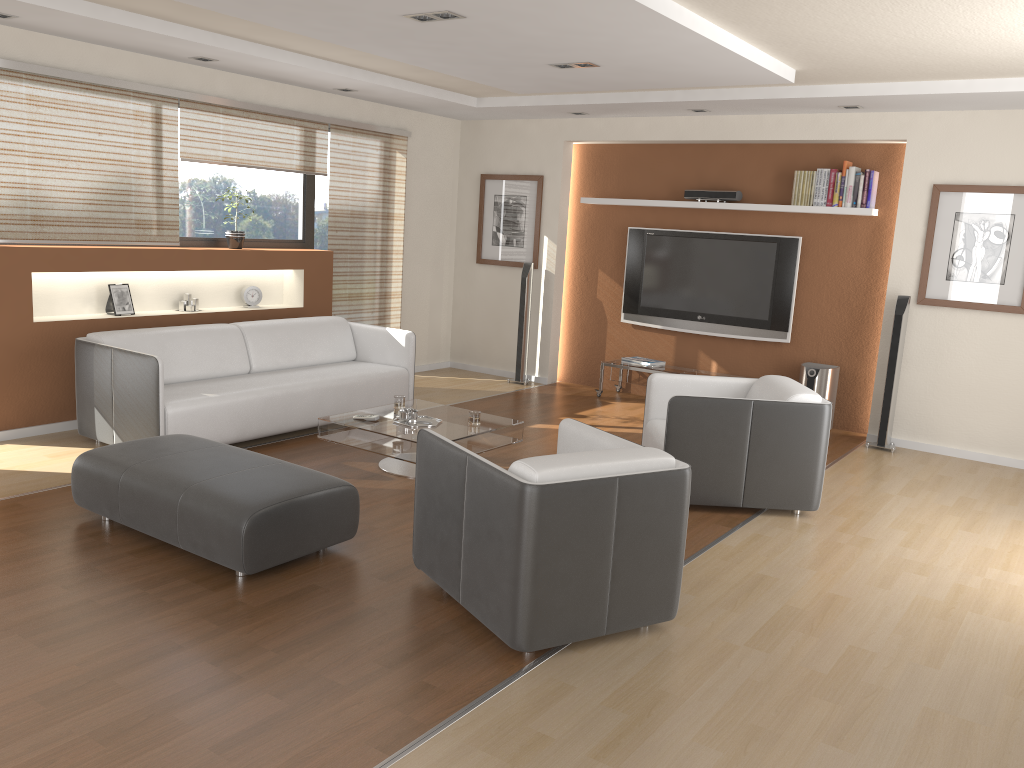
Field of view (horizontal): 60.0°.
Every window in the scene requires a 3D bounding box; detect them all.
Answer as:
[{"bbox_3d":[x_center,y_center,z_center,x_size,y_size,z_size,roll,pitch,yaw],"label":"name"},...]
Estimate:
[{"bbox_3d":[-2.618,-1.569,6.545,0.010,0.986,2.817,10,12,34],"label":"window"},{"bbox_3d":[-1.540,-1.222,8.232,0.010,2.162,0.889,10,12,34],"label":"window"}]

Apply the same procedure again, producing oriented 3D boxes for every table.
[{"bbox_3d":[-0.559,0.367,5.512,0.900,0.300,0.900,10,12,34],"label":"table"}]

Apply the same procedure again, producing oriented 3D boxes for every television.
[{"bbox_3d":[1.719,-0.889,7.837,1.594,0.900,0.097,10,12,34],"label":"television"}]

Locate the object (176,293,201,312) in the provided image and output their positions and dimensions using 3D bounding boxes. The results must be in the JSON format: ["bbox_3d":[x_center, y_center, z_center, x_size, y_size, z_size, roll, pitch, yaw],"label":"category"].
[{"bbox_3d":[-2.443,-0.620,6.703,0.141,0.131,0.141,6,10,12],"label":"object"}]

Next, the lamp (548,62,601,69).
[{"bbox_3d":[0.389,-2.014,5.489,0.291,0.087,0.146,10,12,34],"label":"lamp"}]

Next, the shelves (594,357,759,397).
[{"bbox_3d":[1.531,0.046,7.864,1.617,0.340,0.444,10,12,34],"label":"shelves"}]

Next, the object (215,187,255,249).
[{"bbox_3d":[-2.127,-1.289,6.897,0.342,0.477,0.268,8,11,24],"label":"object"}]

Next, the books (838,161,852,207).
[{"bbox_3d":[2.644,-1.580,7.037,0.028,0.358,0.169,10,12,34],"label":"books"}]

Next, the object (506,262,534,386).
[{"bbox_3d":[0.122,-0.583,8.553,0.228,1.165,0.215,9,12,29],"label":"object"}]

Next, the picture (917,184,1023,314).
[{"bbox_3d":[3.375,-0.980,6.397,0.734,0.884,0.025,10,12,34],"label":"picture"}]

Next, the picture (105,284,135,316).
[{"bbox_3d":[-2.749,-0.593,6.215,0.133,0.216,0.159,9,12,29],"label":"picture"}]

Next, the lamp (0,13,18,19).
[{"bbox_3d":[-2.890,-2.121,4.995,0.146,0.087,0.146,10,12,34],"label":"lamp"}]

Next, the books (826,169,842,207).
[{"bbox_3d":[2.575,-1.561,7.088,0.053,0.293,0.169,10,12,34],"label":"books"}]

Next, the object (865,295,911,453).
[{"bbox_3d":[2.878,-0.081,6.689,0.228,1.165,0.215,12,13,39],"label":"object"}]

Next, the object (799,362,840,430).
[{"bbox_3d":[2.476,0.109,7.265,0.286,0.518,0.323,10,12,34],"label":"object"}]

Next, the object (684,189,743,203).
[{"bbox_3d":[1.734,-1.621,7.662,0.470,0.109,0.182,10,12,34],"label":"object"}]

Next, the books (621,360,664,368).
[{"bbox_3d":[1.193,-0.191,8.056,0.326,0.017,0.228,11,13,37],"label":"books"}]

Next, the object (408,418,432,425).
[{"bbox_3d":[-0.552,0.226,5.341,0.147,0.035,0.051,1,11,-14],"label":"object"}]

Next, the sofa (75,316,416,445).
[{"bbox_3d":[-1.763,-0.066,6.238,0.919,0.661,2.238,10,12,34],"label":"sofa"}]

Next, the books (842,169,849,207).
[{"bbox_3d":[2.663,-1.545,7.030,0.022,0.293,0.167,10,12,34],"label":"books"}]

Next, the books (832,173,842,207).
[{"bbox_3d":[2.608,-1.539,7.058,0.041,0.266,0.186,10,12,34],"label":"books"}]

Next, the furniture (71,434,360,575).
[{"bbox_3d":[-1.409,0.506,4.176,1.291,0.301,0.685,10,12,34],"label":"furniture"}]

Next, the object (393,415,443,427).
[{"bbox_3d":[-0.573,0.227,5.407,0.315,0.011,0.273,12,14,41],"label":"object"}]

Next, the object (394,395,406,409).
[{"bbox_3d":[-0.731,0.118,5.772,0.079,0.077,0.079,8,11,22],"label":"object"}]

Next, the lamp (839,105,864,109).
[{"bbox_3d":[2.495,-2.073,6.508,0.146,0.087,0.146,10,12,34],"label":"lamp"}]

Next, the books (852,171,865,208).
[{"bbox_3d":[2.732,-1.526,6.990,0.041,0.278,0.157,10,12,34],"label":"books"}]

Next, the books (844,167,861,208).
[{"bbox_3d":[2.690,-1.549,7.004,0.050,0.313,0.179,10,12,34],"label":"books"}]

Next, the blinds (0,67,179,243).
[{"bbox_3d":[-2.809,-1.453,5.803,0.001,1.044,1.432,10,12,34],"label":"blinds"}]

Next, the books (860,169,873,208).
[{"bbox_3d":[2.786,-1.523,6.946,0.041,0.293,0.169,10,12,34],"label":"books"}]

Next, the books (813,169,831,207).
[{"bbox_3d":[2.512,-1.574,7.136,0.104,0.295,0.146,10,12,34],"label":"books"}]

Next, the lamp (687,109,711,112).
[{"bbox_3d":[1.518,-2.251,7.170,0.146,0.087,0.146,10,12,34],"label":"lamp"}]

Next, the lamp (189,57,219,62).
[{"bbox_3d":[-2.120,-2.273,6.092,0.146,0.087,0.146,10,12,34],"label":"lamp"}]

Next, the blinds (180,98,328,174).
[{"bbox_3d":[-1.966,-1.913,6.923,0.001,0.441,1.432,10,12,34],"label":"blinds"}]

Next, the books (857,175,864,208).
[{"bbox_3d":[2.756,-1.506,6.969,0.028,0.248,0.169,10,12,34],"label":"books"}]

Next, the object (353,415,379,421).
[{"bbox_3d":[-0.889,0.202,5.393,0.158,0.029,0.064,6,11,15],"label":"object"}]

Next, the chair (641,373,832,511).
[{"bbox_3d":[1.289,0.320,5.239,0.919,0.706,0.767,3,10,-1],"label":"chair"}]

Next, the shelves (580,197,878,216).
[{"bbox_3d":[1.768,-1.537,7.655,2.612,0.050,0.200,10,12,34],"label":"shelves"}]

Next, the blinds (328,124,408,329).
[{"bbox_3d":[-1.317,-1.188,8.078,0.001,2.200,0.980,10,12,34],"label":"blinds"}]

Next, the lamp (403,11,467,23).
[{"bbox_3d":[-0.382,-1.862,4.392,0.291,0.087,0.146,10,12,34],"label":"lamp"}]

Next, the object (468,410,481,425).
[{"bbox_3d":[-0.230,0.208,5.440,0.079,0.077,0.079,8,11,22],"label":"object"}]

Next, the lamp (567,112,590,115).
[{"bbox_3d":[0.588,-2.421,7.799,0.146,0.087,0.146,10,12,34],"label":"lamp"}]

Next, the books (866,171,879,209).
[{"bbox_3d":[2.814,-1.514,6.927,0.029,0.286,0.169,10,12,34],"label":"books"}]

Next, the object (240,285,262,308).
[{"bbox_3d":[-2.108,-0.707,7.172,0.160,0.176,0.096,-5,13,-40],"label":"object"}]

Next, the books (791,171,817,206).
[{"bbox_3d":[2.398,-1.584,7.211,0.167,0.275,0.195,10,12,34],"label":"books"}]

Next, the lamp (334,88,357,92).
[{"bbox_3d":[-1.349,-2.426,7.190,0.146,0.087,0.146,10,12,34],"label":"lamp"}]

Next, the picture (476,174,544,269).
[{"bbox_3d":[-0.031,-1.600,8.702,0.734,0.884,0.025,10,12,34],"label":"picture"}]

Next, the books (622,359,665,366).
[{"bbox_3d":[1.193,-0.203,8.054,0.228,0.017,0.326,-5,13,-38],"label":"books"}]

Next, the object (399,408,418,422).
[{"bbox_3d":[-0.632,0.186,5.413,0.118,0.079,0.117,12,14,41],"label":"object"}]

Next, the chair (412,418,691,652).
[{"bbox_3d":[0.137,0.525,3.598,0.767,0.661,0.919,-3,12,-30],"label":"chair"}]

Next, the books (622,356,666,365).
[{"bbox_3d":[1.194,-0.216,8.051,0.228,0.017,0.326,-6,14,-43],"label":"books"}]
